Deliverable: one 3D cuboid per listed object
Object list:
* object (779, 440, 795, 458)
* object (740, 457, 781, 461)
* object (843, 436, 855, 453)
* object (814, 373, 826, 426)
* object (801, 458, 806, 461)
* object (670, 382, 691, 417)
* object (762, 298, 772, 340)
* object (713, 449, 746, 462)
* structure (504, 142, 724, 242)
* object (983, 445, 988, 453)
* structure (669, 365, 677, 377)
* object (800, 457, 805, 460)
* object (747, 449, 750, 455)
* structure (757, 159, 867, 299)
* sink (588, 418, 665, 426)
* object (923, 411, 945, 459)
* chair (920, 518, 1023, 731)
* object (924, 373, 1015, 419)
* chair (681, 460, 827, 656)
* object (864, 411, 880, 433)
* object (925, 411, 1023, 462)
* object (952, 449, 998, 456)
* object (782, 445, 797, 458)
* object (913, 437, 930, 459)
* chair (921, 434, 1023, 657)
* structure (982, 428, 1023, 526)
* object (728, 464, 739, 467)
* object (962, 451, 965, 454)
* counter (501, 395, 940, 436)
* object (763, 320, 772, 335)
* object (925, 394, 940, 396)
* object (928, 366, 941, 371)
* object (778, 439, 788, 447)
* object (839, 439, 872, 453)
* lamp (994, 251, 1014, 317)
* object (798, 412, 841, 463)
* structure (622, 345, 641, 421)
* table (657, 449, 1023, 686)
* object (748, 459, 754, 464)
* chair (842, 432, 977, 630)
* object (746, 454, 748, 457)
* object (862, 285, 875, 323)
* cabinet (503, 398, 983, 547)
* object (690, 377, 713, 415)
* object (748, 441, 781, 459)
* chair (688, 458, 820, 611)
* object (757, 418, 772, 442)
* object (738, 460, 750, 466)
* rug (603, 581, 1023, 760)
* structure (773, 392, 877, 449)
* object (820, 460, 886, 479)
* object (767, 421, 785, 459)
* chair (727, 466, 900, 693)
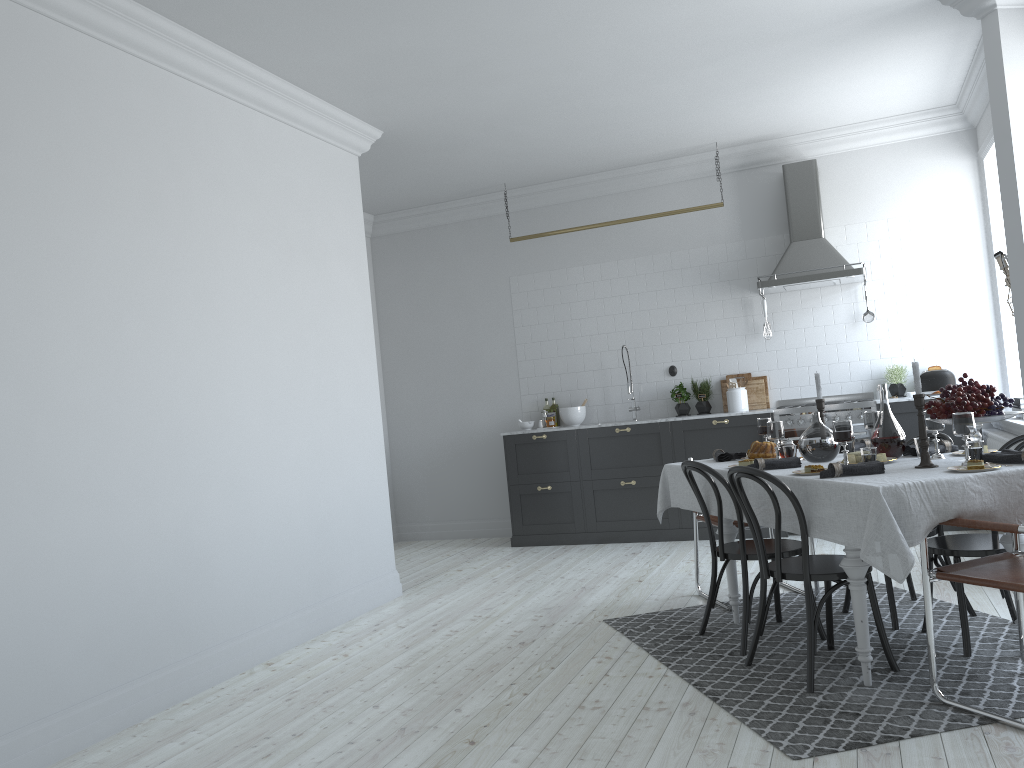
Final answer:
[{"bbox_3d":[1.422,0.342,4.573,0.091,0.101,0.091,-5,-2,-24],"label":"object"},{"bbox_3d":[1.352,0.397,4.744,0.251,0.018,0.251,-6,-2,21],"label":"object"},{"bbox_3d":[1.717,0.316,4.517,0.066,0.094,0.066,-6,-2,10],"label":"object"},{"bbox_3d":[1.571,0.159,4.499,0.089,0.432,0.089,-7,-2,43],"label":"object"},{"bbox_3d":[1.450,0.383,4.466,0.150,0.009,0.075,-4,-2,-34],"label":"object"},{"bbox_3d":[1.516,0.136,7.971,0.172,0.311,0.179,-7,-2,32],"label":"object"},{"bbox_3d":[2.207,-0.570,7.706,0.074,0.381,0.076,-6,-2,1],"label":"object"},{"bbox_3d":[1.161,0.401,4.958,0.165,0.061,0.247,-5,-2,-30],"label":"object"},{"bbox_3d":[0.864,-1.695,7.934,1.988,0.556,0.053,-6,-2,21],"label":"structure"},{"bbox_3d":[2.080,0.293,3.957,0.040,0.039,0.077,-5,-2,-9],"label":"object"},{"bbox_3d":[1.468,-0.119,8.100,0.079,0.103,0.032,-6,-2,21],"label":"structure"},{"bbox_3d":[1.432,0.370,4.455,0.167,0.031,0.031,-4,-2,-34],"label":"object"},{"bbox_3d":[1.375,0.392,5.076,0.057,0.041,0.038,-4,-2,-36],"label":"object"},{"bbox_3d":[2.460,-1.319,7.422,0.843,1.079,0.567,-6,-2,21],"label":"structure"},{"bbox_3d":[1.046,0.436,7.902,0.669,0.203,0.384,-6,-2,21],"label":"sink"},{"bbox_3d":[1.868,0.224,3.913,0.083,0.215,0.083,-6,-2,16],"label":"object"},{"bbox_3d":[1.883,0.733,3.164,0.546,0.837,0.593,-5,-2,-24],"label":"chair"},{"bbox_3d":[1.911,0.059,3.686,0.347,0.215,0.318,-5,-2,-17],"label":"object"},{"bbox_3d":[1.163,0.801,4.374,0.564,0.909,0.463,-5,-2,-16],"label":"chair"},{"bbox_3d":[1.817,0.245,4.450,0.083,0.215,0.083,-6,-2,26],"label":"object"},{"bbox_3d":[1.932,0.223,3.691,0.367,0.188,0.367,-5,-2,-28],"label":"object"},{"bbox_3d":[2.060,0.307,3.947,0.182,0.013,0.182,-6,-2,21],"label":"object"},{"bbox_3d":[1.344,0.344,4.277,0.066,0.094,0.066,-6,-2,10],"label":"object"},{"bbox_3d":[1.840,0.288,3.976,0.066,0.094,0.066,-7,-2,32],"label":"object"},{"bbox_3d":[2.141,0.696,3.984,0.564,0.909,0.463,-5,-2,-1],"label":"chair"},{"bbox_3d":[3.565,0.728,6.277,0.245,0.753,1.673,-6,-2,21],"label":"structure"},{"bbox_3d":[1.163,0.406,4.386,0.182,0.013,0.182,-7,-2,36],"label":"object"},{"bbox_3d":[2.038,0.296,3.950,0.039,0.040,0.078,-5,-2,-4],"label":"object"},{"bbox_3d":[1.819,0.263,7.651,3.902,0.020,0.624,-6,-2,21],"label":"counter"},{"bbox_3d":[2.215,-0.594,7.738,0.066,0.332,0.024,-6,-2,26],"label":"object"},{"bbox_3d":[3.343,0.082,6.972,0.209,0.011,0.209,-4,-2,-31],"label":"object"},{"bbox_3d":[3.427,-0.089,7.182,0.107,0.110,0.010,-6,-2,25],"label":"object"},{"bbox_3d":[1.481,0.348,4.857,0.066,0.094,0.066,-6,-2,10],"label":"object"},{"bbox_3d":[1.820,0.332,4.769,0.247,0.061,0.165,-5,-2,-30],"label":"object"},{"bbox_3d":[2.933,-0.297,5.070,0.131,0.977,0.312,-5,-2,-5],"label":"lamp"},{"bbox_3d":[1.475,0.257,4.272,0.194,0.245,0.194,-6,-2,4],"label":"object"},{"bbox_3d":[1.060,-0.010,8.022,0.100,0.692,0.266,-6,-2,21],"label":"structure"},{"bbox_3d":[1.622,0.781,4.197,1.210,0.842,2.179,-5,-2,-12],"label":"table"},{"bbox_3d":[1.174,0.393,4.401,0.057,0.037,0.021,-7,-2,39],"label":"object"},{"bbox_3d":[1.994,0.727,4.543,0.564,0.909,0.463,-5,-2,-16],"label":"chair"},{"bbox_3d":[1.399,0.403,5.057,0.182,0.013,0.182,-6,-2,21],"label":"object"},{"bbox_3d":[2.977,-0.676,7.436,0.101,0.331,0.030,-6,-2,31],"label":"object"},{"bbox_3d":[1.865,0.777,7.626,3.897,1.012,0.646,-6,-2,21],"label":"cabinet"},{"bbox_3d":[1.689,0.089,7.889,0.196,0.367,0.186,-5,-2,-24],"label":"object"},{"bbox_3d":[1.338,0.357,4.742,0.191,0.105,0.164,-7,-2,40],"label":"object"},{"bbox_3d":[1.394,0.841,5.227,0.546,0.837,0.593,-5,-2,-8],"label":"chair"},{"bbox_3d":[1.413,0.298,4.932,0.083,0.215,0.083,-6,-2,26],"label":"object"},{"bbox_3d":[1.148,0.394,4.381,0.057,0.037,0.021,-6,-2,11],"label":"object"},{"bbox_3d":[1.545,1.201,4.135,1.701,0.021,2.166,-5,-2,-11],"label":"rug"},{"bbox_3d":[2.635,0.652,7.328,0.779,1.096,0.651,-6,-2,21],"label":"structure"},{"bbox_3d":[1.376,0.339,3.556,0.247,0.061,0.165,-5,-2,-30],"label":"object"},{"bbox_3d":[1.305,0.292,4.370,0.083,0.215,0.083,-6,-2,26],"label":"object"},{"bbox_3d":[1.257,0.776,3.812,0.564,0.909,0.463,-5,-2,-21],"label":"chair"}]
